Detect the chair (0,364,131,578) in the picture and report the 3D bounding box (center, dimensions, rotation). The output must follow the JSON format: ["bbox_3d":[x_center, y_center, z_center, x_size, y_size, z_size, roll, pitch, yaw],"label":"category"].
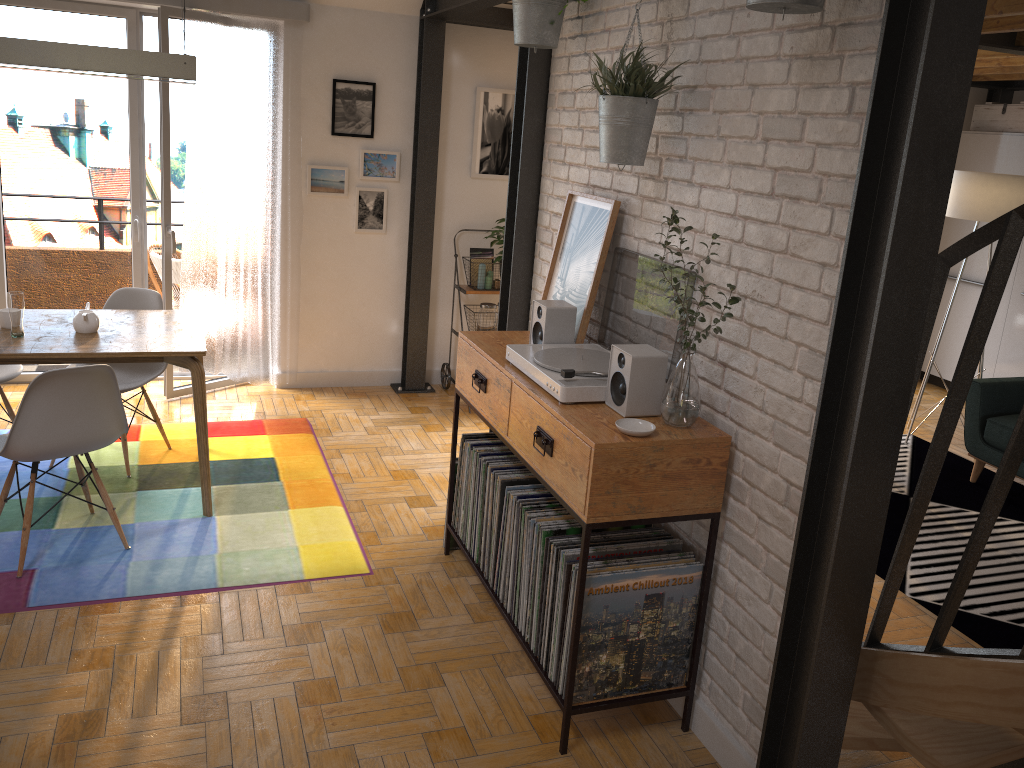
[{"bbox_3d":[-1.583,-0.141,1.442,3.490,2.659,4.060,-1,16,-20],"label":"chair"}]

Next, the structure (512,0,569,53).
[{"bbox_3d":[0.107,-1.606,3.386,0.423,0.646,0.442,7,15,9],"label":"structure"}]

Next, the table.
[{"bbox_3d":[-2.097,0.127,3.887,1.466,0.747,0.859,-1,16,-20],"label":"table"}]

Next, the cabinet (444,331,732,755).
[{"bbox_3d":[0.154,0.431,3.103,0.456,0.954,1.278,-1,16,-20],"label":"cabinet"}]

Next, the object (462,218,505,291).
[{"bbox_3d":[-0.071,-0.855,5.757,0.492,0.470,0.400,2,15,-9],"label":"object"}]

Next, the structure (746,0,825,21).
[{"bbox_3d":[0.640,-1.150,1.962,0.423,0.646,0.442,7,15,9],"label":"structure"}]

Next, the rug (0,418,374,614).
[{"bbox_3d":[-2.166,0.506,3.875,2.783,0.024,1.957,-2,17,-21],"label":"rug"}]

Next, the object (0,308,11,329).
[{"bbox_3d":[-2.146,-0.279,3.791,0.078,0.076,0.078,4,15,-3],"label":"object"}]

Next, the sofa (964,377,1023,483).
[{"bbox_3d":[3.262,0.427,4.309,0.824,0.774,1.994,-1,17,-20],"label":"sofa"}]

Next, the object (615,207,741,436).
[{"bbox_3d":[0.446,-0.184,2.484,0.290,0.614,0.299,3,14,-6],"label":"object"}]

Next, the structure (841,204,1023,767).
[{"bbox_3d":[2.132,-0.478,1.802,2.248,3.780,1.644,3,14,-6],"label":"structure"}]

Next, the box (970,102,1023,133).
[{"bbox_3d":[3.790,-1.973,6.595,0.376,0.216,0.648,2,16,-11],"label":"box"}]

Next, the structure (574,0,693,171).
[{"bbox_3d":[0.376,-0.935,2.757,0.384,0.529,0.363,2,15,-11],"label":"structure"}]

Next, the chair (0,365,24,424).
[{"bbox_3d":[-2.633,-0.061,4.234,0.545,0.793,0.467,16,18,36],"label":"chair"}]

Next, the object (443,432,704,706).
[{"bbox_3d":[0.136,0.605,3.193,0.404,0.568,1.326,-1,17,-20],"label":"object"}]

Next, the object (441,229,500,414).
[{"bbox_3d":[-0.086,-0.429,5.792,0.579,1.067,0.637,-1,16,-20],"label":"object"}]

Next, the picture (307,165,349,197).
[{"bbox_3d":[-1.146,-1.265,5.515,0.251,0.182,0.023,-1,15,-20],"label":"picture"}]

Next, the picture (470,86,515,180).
[{"bbox_3d":[-0.056,-1.637,5.820,0.415,0.569,0.023,-1,15,-21],"label":"picture"}]

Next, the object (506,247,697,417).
[{"bbox_3d":[0.268,-0.213,2.900,0.415,0.410,0.795,-1,17,-20],"label":"object"}]

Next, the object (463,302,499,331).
[{"bbox_3d":[-0.079,-0.414,5.765,0.439,0.213,0.241,-1,16,-20],"label":"object"}]

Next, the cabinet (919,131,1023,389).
[{"bbox_3d":[3.978,-0.786,6.521,0.809,1.982,1.521,-1,16,-20],"label":"cabinet"}]

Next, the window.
[{"bbox_3d":[0.508,-0.944,1.729,7.785,4.421,8.719,-1,17,-20],"label":"window"}]

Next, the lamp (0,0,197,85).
[{"bbox_3d":[-1.904,-2.129,3.326,1.346,1.801,0.272,-1,15,-20],"label":"lamp"}]

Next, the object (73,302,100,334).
[{"bbox_3d":[-1.837,-0.282,3.837,0.107,0.105,0.180,6,16,5],"label":"object"}]

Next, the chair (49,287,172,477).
[{"bbox_3d":[-1.942,-0.030,4.320,0.465,0.793,0.548,6,15,5],"label":"chair"}]

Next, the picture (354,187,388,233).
[{"bbox_3d":[-0.901,-1.109,5.654,0.201,0.282,0.022,-1,15,-21],"label":"picture"}]

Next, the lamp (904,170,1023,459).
[{"bbox_3d":[3.012,-0.182,4.678,0.571,1.701,2.384,2,16,-12],"label":"lamp"}]

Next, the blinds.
[{"bbox_3d":[-1.612,-1.081,5.304,0.750,2.266,0.189,-2,16,-26],"label":"blinds"}]

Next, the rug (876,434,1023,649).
[{"bbox_3d":[2.439,0.863,3.980,1.700,0.010,3.536,-1,17,-20],"label":"rug"}]

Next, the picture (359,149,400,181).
[{"bbox_3d":[-0.835,-1.382,5.598,0.251,0.182,0.023,-1,15,-20],"label":"picture"}]

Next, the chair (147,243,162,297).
[{"bbox_3d":[-2.223,-0.608,6.292,0.890,0.800,0.673,15,18,33],"label":"chair"}]

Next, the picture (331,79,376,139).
[{"bbox_3d":[-0.976,-1.694,5.460,0.261,0.333,0.021,-1,15,-21],"label":"picture"}]

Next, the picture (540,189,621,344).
[{"bbox_3d":[0.233,-0.426,3.340,0.126,0.570,0.415,-1,16,-20],"label":"picture"}]

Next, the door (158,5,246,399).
[{"bbox_3d":[-1.761,-1.053,5.372,0.111,2.208,0.807,13,16,29],"label":"door"}]

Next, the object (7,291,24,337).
[{"bbox_3d":[-2.044,-0.287,3.655,0.062,0.182,0.062,14,17,32],"label":"object"}]

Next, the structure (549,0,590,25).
[{"bbox_3d":[0.297,-2.192,3.302,0.431,1.662,2.149,-1,16,-20],"label":"structure"}]
